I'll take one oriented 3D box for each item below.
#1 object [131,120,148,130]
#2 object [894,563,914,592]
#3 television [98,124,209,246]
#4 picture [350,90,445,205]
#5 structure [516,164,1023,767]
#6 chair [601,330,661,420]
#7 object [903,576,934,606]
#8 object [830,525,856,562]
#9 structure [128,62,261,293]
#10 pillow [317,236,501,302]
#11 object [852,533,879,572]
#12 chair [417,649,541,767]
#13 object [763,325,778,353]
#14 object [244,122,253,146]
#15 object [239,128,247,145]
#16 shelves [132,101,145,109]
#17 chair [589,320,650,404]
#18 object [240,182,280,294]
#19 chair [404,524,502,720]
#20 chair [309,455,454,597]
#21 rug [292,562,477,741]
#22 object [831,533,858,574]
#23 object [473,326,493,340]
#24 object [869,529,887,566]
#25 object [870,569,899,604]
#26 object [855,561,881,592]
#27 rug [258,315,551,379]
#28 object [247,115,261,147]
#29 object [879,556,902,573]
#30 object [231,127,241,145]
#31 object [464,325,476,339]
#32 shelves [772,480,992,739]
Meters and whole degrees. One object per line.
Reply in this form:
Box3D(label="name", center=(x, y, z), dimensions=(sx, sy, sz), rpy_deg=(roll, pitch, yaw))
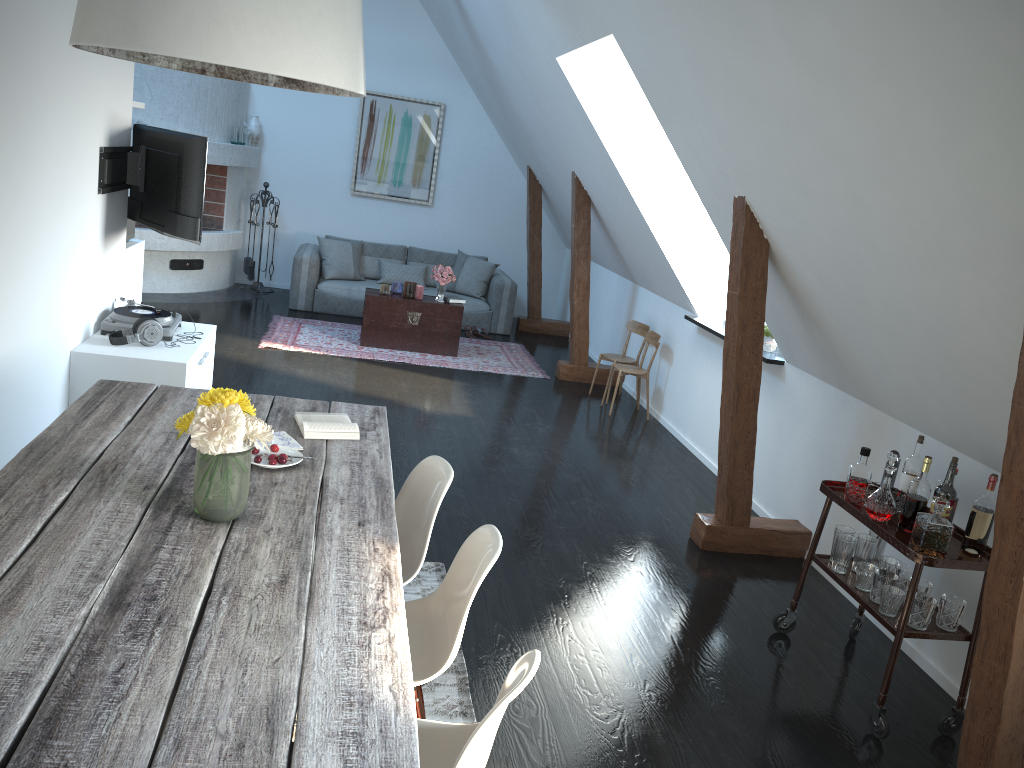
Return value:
Box3D(label="object", center=(-3.634, -2.520, 8.649), dimensions=(0.161, 0.114, 0.064), rpy_deg=(7, 14, -9))
Box3D(label="object", center=(1.587, 0.799, 3.589), dimensions=(0.095, 0.119, 0.095), rpy_deg=(20, 18, 39))
Box3D(label="television", center=(-2.346, -1.243, 5.380), dimensions=(0.537, 0.652, 1.005), rpy_deg=(-5, 19, -45))
Box3D(label="picture", center=(-1.347, -2.762, 10.403), dimensions=(0.965, 1.185, 0.025), rpy_deg=(6, 14, -11))
Box3D(label="structure", center=(1.515, 0.053, 4.433), dimensions=(1.023, 1.963, 12.350), rpy_deg=(6, 14, -11))
Box3D(label="chair", center=(0.987, -0.095, 7.301), dimensions=(0.342, 0.696, 0.329), rpy_deg=(7, 14, -10))
Box3D(label="object", center=(1.585, 0.828, 3.471), dimensions=(0.095, 0.119, 0.095), rpy_deg=(20, 18, 39))
Box3D(label="object", center=(1.420, 0.696, 3.824), dimensions=(0.087, 0.155, 0.087), rpy_deg=(-2, 17, -38))
Box3D(label="structure", center=(-4.263, -3.564, 9.604), dimensions=(3.058, 4.752, 3.049), rpy_deg=(8, 14, -3))
Box3D(label="pillow", center=(-1.164, -1.313, 9.974), dimensions=(2.075, 0.515, 0.444), rpy_deg=(6, 14, -11))
Box3D(label="object", center=(1.491, 0.723, 3.762), dimensions=(0.087, 0.155, 0.087), rpy_deg=(-2, 17, -38))
Box3D(label="chair", center=(-0.265, 0.945, 2.071), dimensions=(0.542, 0.801, 0.465), rpy_deg=(12, 14, 14))
Box3D(label="object", center=(1.598, -0.444, 5.588), dimensions=(0.309, 0.461, 0.131), rpy_deg=(11, 14, 7))
Box3D(label="object", center=(-2.931, -2.775, 9.830), dimensions=(0.081, 0.258, 0.150), rpy_deg=(14, 15, 21))
Box3D(label="object", center=(-2.955, -2.705, 9.693), dimensions=(0.092, 0.180, 0.092), rpy_deg=(12, 14, 11))
Box3D(label="shelves", center=(-3.225, -1.901, 5.611), dimensions=(1.604, 0.038, 0.478), rpy_deg=(6, 14, -11))
Box3D(label="chair", center=(0.941, -0.198, 7.689), dimensions=(0.342, 0.696, 0.329), rpy_deg=(2, 16, -28))
Box3D(label="object", center=(-2.859, -1.680, 10.135), dimensions=(0.376, 1.245, 0.376), rpy_deg=(1, 16, -31))
Box3D(label="chair", center=(-0.356, 0.795, 2.622), dimensions=(0.542, 0.801, 0.465), rpy_deg=(6, 14, -10))
Box3D(label="chair", center=(-0.528, 0.650, 3.099), dimensions=(0.542, 0.801, 0.465), rpy_deg=(2, 15, -25))
Box3D(label="rug", center=(-1.021, 1.083, 2.685), dimensions=(1.898, 0.022, 2.677), rpy_deg=(6, 14, -11))
Box3D(label="object", center=(1.392, 0.715, 3.730), dimensions=(0.087, 0.155, 0.087), rpy_deg=(-2, 17, -38))
Box3D(label="object", center=(-0.307, -0.559, 9.634), dimensions=(0.277, 0.090, 0.101), rpy_deg=(18, 17, 34))
Box3D(label="object", center=(1.578, 0.714, 3.852), dimensions=(0.087, 0.155, 0.087), rpy_deg=(-2, 17, -38))
Box3D(label="object", center=(1.461, 0.802, 3.495), dimensions=(0.095, 0.119, 0.095), rpy_deg=(20, 18, 39))
Box3D(label="object", center=(1.436, 0.784, 3.598), dimensions=(0.092, 0.099, 0.092), rpy_deg=(0, 16, -33))
Box3D(label="rug", center=(-1.034, -0.372, 8.575), dimensions=(2.647, 0.029, 1.512), rpy_deg=(6, 14, -11))
Box3D(label="object", center=(-2.917, -2.839, 10.005), dimensions=(0.165, 0.368, 0.165), rpy_deg=(-2, 18, -38))
Box3D(label="object", center=(1.568, 0.781, 3.694), dimensions=(0.092, 0.099, 0.092), rpy_deg=(0, 16, -33))
Box3D(label="object", center=(-2.974, -2.670, 9.536), dimensions=(0.092, 0.180, 0.092), rpy_deg=(13, 14, 16))
Box3D(label="object", center=(-0.455, -0.567, 9.571), dimensions=(0.101, 0.090, 0.277), rpy_deg=(3, 15, -23))
Box3D(label="shelves", center=(1.518, 0.886, 3.598), dimensions=(0.438, 0.732, 0.803), rpy_deg=(5, 14, -15))
